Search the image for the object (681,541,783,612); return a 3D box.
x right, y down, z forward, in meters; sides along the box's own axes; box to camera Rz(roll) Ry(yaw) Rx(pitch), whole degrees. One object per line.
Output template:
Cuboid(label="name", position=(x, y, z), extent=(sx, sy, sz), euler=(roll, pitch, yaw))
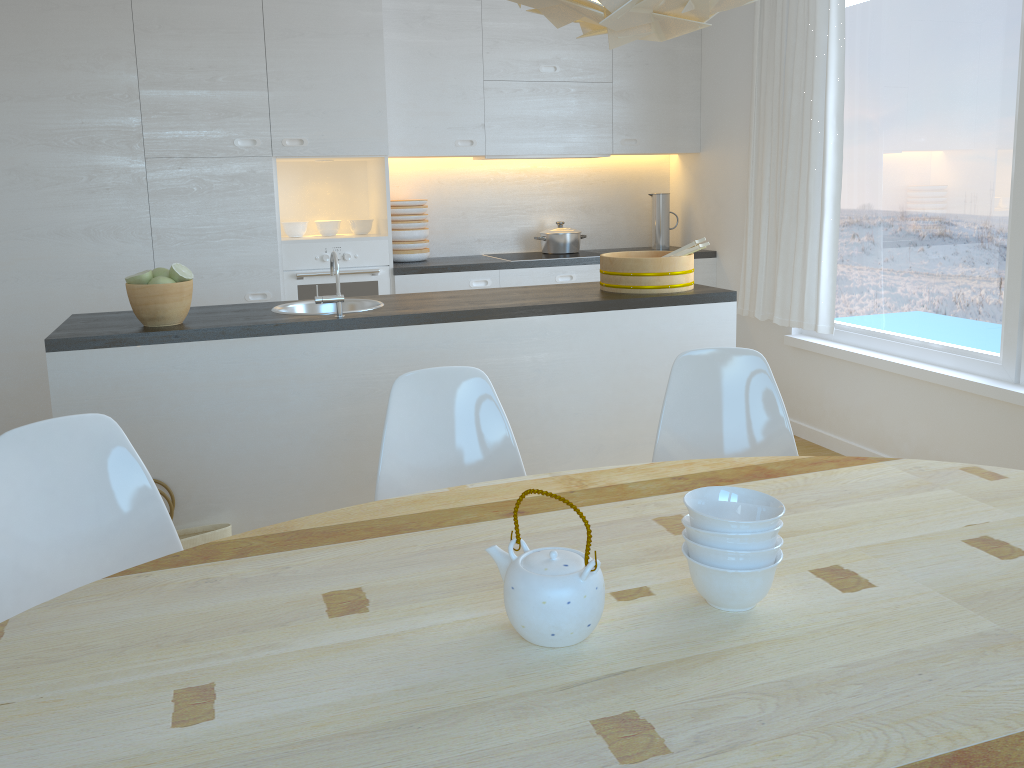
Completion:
Cuboid(label="object", position=(0.339, 0.295, 1.367), extent=(0.152, 0.082, 0.153), euler=(3, 13, 20))

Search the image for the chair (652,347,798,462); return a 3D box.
Cuboid(label="chair", position=(0.601, 0.390, 2.356), extent=(0.430, 0.892, 0.529), euler=(-1, 10, 1))

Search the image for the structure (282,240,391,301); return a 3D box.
Cuboid(label="structure", position=(-0.923, -0.459, 4.729), extent=(0.561, 0.590, 0.049), euler=(-5, 10, -19))

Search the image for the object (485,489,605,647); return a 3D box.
Cuboid(label="object", position=(0.055, 0.254, 1.290), extent=(0.147, 0.209, 0.179), euler=(-5, 11, -19))

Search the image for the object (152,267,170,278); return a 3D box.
Cuboid(label="object", position=(-1.156, -0.338, 2.938), extent=(0.102, 0.097, 0.087), euler=(-1, 11, 2))

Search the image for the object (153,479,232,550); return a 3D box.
Cuboid(label="object", position=(-0.819, 0.621, 2.407), extent=(0.473, 0.496, 1.196), euler=(-11, 15, -40))

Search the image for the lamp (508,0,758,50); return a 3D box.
Cuboid(label="lamp", position=(0.181, -1.067, 1.267), extent=(0.640, 1.123, 0.652), euler=(-5, 11, -19))

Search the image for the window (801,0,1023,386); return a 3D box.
Cuboid(label="window", position=(2.028, -0.940, 3.384), extent=(0.088, 1.898, 2.753), euler=(-4, 12, -18))

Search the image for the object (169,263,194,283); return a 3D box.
Cuboid(label="object", position=(-1.087, -0.362, 2.906), extent=(0.074, 0.071, 0.078), euler=(0, 11, 6))

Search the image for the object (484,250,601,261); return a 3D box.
Cuboid(label="object", position=(0.212, -0.780, 5.390), extent=(0.655, 0.013, 0.567), euler=(-6, 13, -18))

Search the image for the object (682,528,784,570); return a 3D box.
Cuboid(label="object", position=(0.339, 0.272, 1.367), extent=(0.152, 0.092, 0.153), euler=(3, 12, 20))

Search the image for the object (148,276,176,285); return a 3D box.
Cuboid(label="object", position=(-1.128, -0.307, 2.865), extent=(0.081, 0.084, 0.098), euler=(6, 14, 35))

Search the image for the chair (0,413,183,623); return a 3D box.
Cuboid(label="chair", position=(-0.784, 0.546, 1.807), extent=(0.525, 0.892, 0.433), euler=(7, 13, 41))

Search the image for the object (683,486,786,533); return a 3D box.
Cuboid(label="object", position=(0.340, 0.221, 1.359), extent=(0.152, 0.086, 0.153), euler=(1, 12, 9))

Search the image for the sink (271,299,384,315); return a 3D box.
Cuboid(label="sink", position=(-0.672, -0.211, 3.258), extent=(0.404, 0.155, 0.408), euler=(4, 13, 22))

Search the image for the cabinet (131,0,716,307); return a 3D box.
Cuboid(label="cabinet", position=(-0.345, -1.006, 5.091), extent=(3.206, 2.278, 0.485), euler=(-5, 10, -19))

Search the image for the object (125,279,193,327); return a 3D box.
Cuboid(label="object", position=(-1.149, -0.266, 2.901), extent=(0.205, 0.140, 0.207), euler=(6, 14, 32))

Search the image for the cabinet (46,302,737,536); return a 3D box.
Cuboid(label="cabinet", position=(-0.353, 0.178, 3.392), extent=(2.404, 0.901, 0.606), euler=(-6, 11, -18))

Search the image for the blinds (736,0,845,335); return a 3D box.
Cuboid(label="blinds", position=(1.402, -1.371, 4.555), extent=(0.150, 2.138, 0.802), euler=(-5, 10, -19))

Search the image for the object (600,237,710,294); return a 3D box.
Cuboid(label="object", position=(0.569, -0.492, 3.570), extent=(0.429, 0.212, 0.383), euler=(1, 12, 9))

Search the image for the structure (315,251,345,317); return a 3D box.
Cuboid(label="structure", position=(-0.634, -0.344, 3.026), extent=(0.097, 0.213, 0.164), euler=(-5, 11, -18))

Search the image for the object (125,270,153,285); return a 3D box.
Cuboid(label="object", position=(-1.206, -0.335, 2.863), extent=(0.084, 0.065, 0.087), euler=(-3, 11, -6))

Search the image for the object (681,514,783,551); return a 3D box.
Cuboid(label="object", position=(0.338, 0.248, 1.366), extent=(0.152, 0.095, 0.152), euler=(-2, 12, -2))

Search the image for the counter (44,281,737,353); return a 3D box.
Cuboid(label="counter", position=(-0.364, -0.286, 3.317), extent=(2.404, 0.040, 0.606), euler=(-6, 13, -18))

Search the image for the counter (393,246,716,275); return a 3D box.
Cuboid(label="counter", position=(0.210, -0.762, 5.389), extent=(2.003, 0.039, 0.606), euler=(-6, 13, -18))

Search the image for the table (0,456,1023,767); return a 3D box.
Cuboid(label="table", position=(0.232, 0.680, 1.489), extent=(2.193, 0.718, 1.205), euler=(-6, 12, -20))
